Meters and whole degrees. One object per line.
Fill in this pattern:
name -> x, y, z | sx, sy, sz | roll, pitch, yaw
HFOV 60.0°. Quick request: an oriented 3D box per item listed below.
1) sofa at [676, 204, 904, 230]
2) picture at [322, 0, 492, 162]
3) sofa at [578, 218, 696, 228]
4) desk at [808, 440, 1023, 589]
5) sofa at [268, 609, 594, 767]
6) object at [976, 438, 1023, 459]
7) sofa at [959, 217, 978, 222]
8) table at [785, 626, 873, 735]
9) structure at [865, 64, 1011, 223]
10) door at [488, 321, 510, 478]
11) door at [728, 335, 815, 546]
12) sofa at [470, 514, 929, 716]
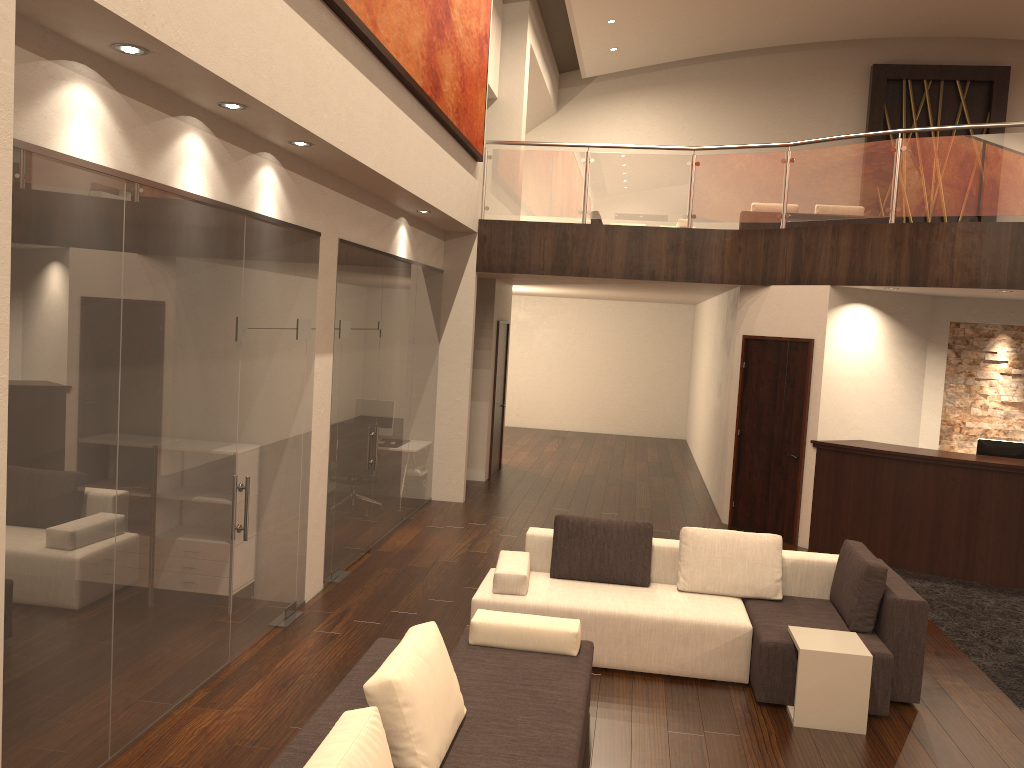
sofa -> 4.283, -2.400, 14.561 | 3.366, 0.862, 2.586 | 4, 4, 8
picture -> -0.750, -3.618, 6.919 | 0.070, 2.526, 6.485 | 4, 4, 8
sofa -> 2.910, -2.598, 16.262 | 3.366, 0.862, 2.586 | 4, 4, 8
desk -> 6.606, 1.425, 8.638 | 7.146, 1.171, 1.674 | 4, 4, 9
sofa -> 0.516, 1.586, 3.459 | 2.586, 0.862, 3.366 | 4, 4, 8
object -> 4.936, 0.812, 8.928 | 0.483, 0.485, 0.189 | 5, 4, 23
sofa -> 7.642, -2.215, 14.727 | 1.291, 0.862, 2.846 | 4, 4, 8
table -> 1.857, 1.743, 5.253 | 0.400, 0.460, 0.400 | 4, 4, 8
structure -> 8.191, -4.062, 17.375 | 2.524, 4.236, 0.187 | 4, 4, 8
door -> -0.203, 0.192, 13.029 | 0.104, 2.232, 0.990 | 4, 4, 8
door -> 2.877, 0.590, 9.884 | 0.104, 2.232, 0.990 | 1, 5, -32
sofa -> 1.186, 1.449, 5.996 | 2.846, 0.862, 1.291 | 4, 4, 8
